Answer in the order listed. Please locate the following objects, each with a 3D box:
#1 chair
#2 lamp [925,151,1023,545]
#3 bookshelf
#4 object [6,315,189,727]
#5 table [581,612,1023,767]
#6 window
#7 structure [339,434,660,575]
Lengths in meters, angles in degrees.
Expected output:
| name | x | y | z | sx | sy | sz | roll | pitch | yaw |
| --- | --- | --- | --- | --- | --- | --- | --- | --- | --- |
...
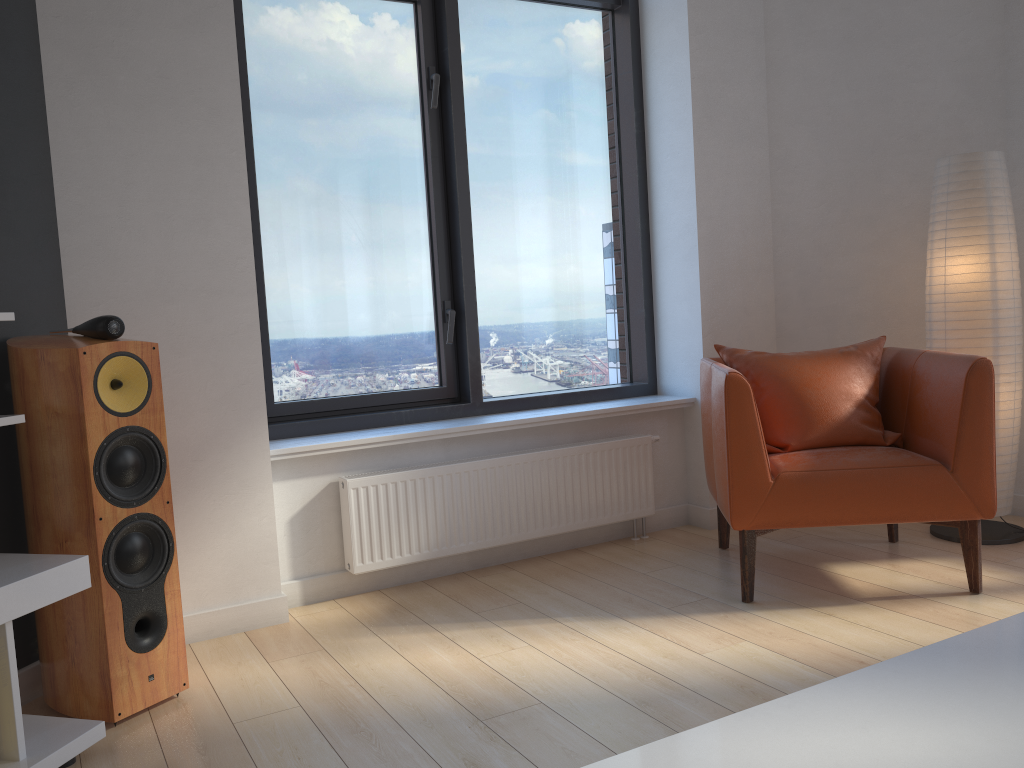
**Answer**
| name | x | y | z | sx | sy | sz | roll | pitch | yaw |
| --- | --- | --- | --- | --- | --- | --- | --- | --- | --- |
| chair | 1.179 | 0.265 | 3.336 | 0.896 | 0.858 | 0.843 | -3 | 4 | 4 |
| lamp | 2.073 | -0.146 | 3.489 | 0.804 | 1.550 | 0.502 | -2 | 5 | 22 |
| bookshelf | -1.706 | 0.037 | 0.763 | 0.455 | 2.052 | 3.000 | -2 | 4 | 16 |
| object | -1.191 | 0.360 | 2.488 | 0.434 | 1.088 | 0.290 | -1 | 5 | 31 |
| table | 0.785 | 0.676 | 0.887 | 1.091 | 0.435 | 1.091 | -6 | 5 | -28 |
| window | -0.261 | -1.059 | 3.816 | 1.960 | 2.402 | 0.170 | -6 | 5 | -28 |
| structure | 0.021 | 0.513 | 3.659 | 1.474 | 0.460 | 0.110 | -6 | 5 | -28 |
